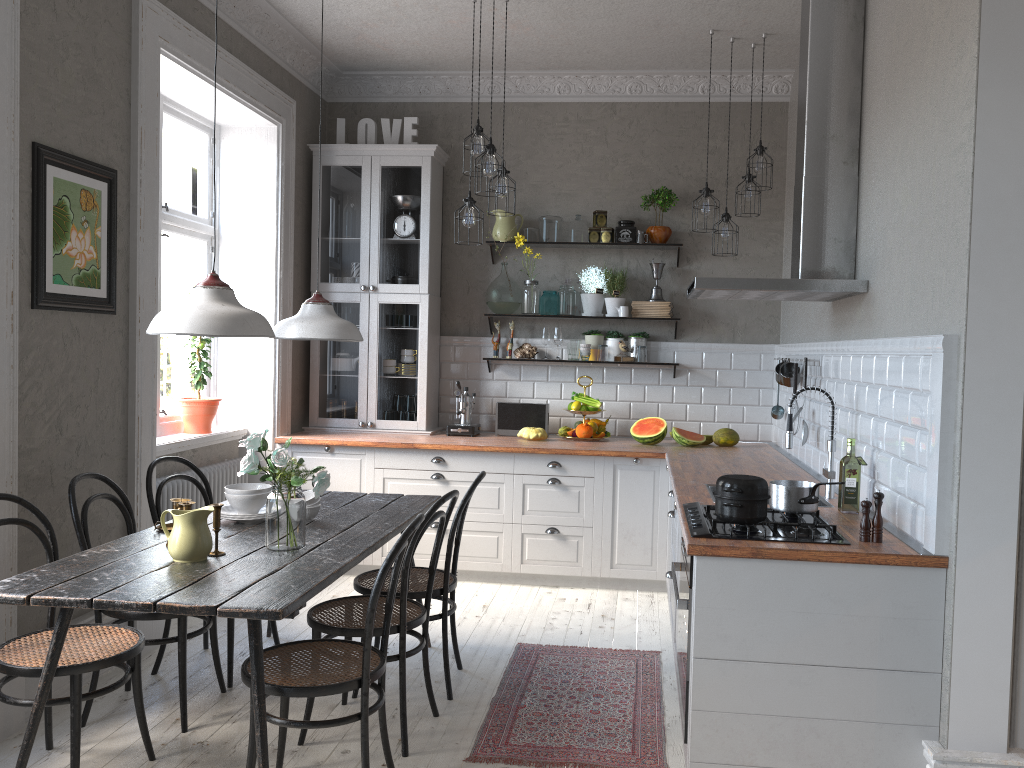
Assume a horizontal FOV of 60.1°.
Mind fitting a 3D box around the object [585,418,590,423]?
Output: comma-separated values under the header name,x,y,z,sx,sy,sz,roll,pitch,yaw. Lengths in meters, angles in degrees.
name,x,y,z,sx,sy,sz,roll,pitch,yaw
object,0.504,0.271,5.911,0.085,0.093,0.087,2,2,3

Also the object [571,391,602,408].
name,x,y,z,sx,sy,sz,roll,pitch,yaw
object,0.490,0.102,5.814,0.209,0.101,0.067,2,2,13

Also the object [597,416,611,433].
name,x,y,z,sx,sy,sz,roll,pitch,yaw
object,0.601,0.265,5.850,0.060,0.120,0.128,3,3,31

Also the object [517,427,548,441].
name,x,y,z,sx,sy,sz,roll,pitch,yaw
object,0.134,0.320,5.717,0.196,0.083,0.190,2,2,7

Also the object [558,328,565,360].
name,x,y,z,sx,sy,sz,roll,pitch,yaw
object,0.319,-0.274,6.050,0.082,0.217,0.081,1,2,-7

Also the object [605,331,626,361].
name,x,y,z,sx,sy,sz,roll,pitch,yaw
object,0.702,-0.260,6.045,0.170,0.214,0.150,3,3,37

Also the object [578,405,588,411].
name,x,y,z,sx,sy,sz,roll,pitch,yaw
object,0.462,0.167,5.790,0.063,0.061,0.067,2,2,7

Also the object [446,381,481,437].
name,x,y,z,sx,sy,sz,roll,pitch,yaw
object,-0.327,0.159,5.877,0.205,0.370,0.355,2,2,8

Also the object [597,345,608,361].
name,x,y,z,sx,sy,sz,roll,pitch,yaw
object,0.613,-0.209,5.975,0.078,0.108,0.078,2,2,1

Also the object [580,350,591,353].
name,x,y,z,sx,sy,sz,roll,pitch,yaw
object,0.491,-0.200,5.933,0.077,0.051,0.077,2,2,0

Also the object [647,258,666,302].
name,x,y,z,sx,sy,sz,roll,pitch,yaw
object,0.975,-0.694,5.960,0.131,0.287,0.130,1,2,-8

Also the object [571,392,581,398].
name,x,y,z,sx,sy,sz,roll,pitch,yaw
object,0.425,0.078,5.824,0.073,0.058,0.050,1,2,-16

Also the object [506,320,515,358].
name,x,y,z,sx,sy,sz,roll,pitch,yaw
object,-0.005,-0.304,6.071,0.052,0.264,0.063,4,3,43

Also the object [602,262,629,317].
name,x,y,z,sx,sy,sz,roll,pitch,yaw
object,0.692,-0.639,5.967,0.187,0.380,0.166,0,3,-32

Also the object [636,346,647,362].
name,x,y,z,sx,sy,sz,roll,pitch,yaw
object,0.867,-0.200,5.923,0.078,0.108,0.078,2,2,1

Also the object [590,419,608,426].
name,x,y,z,sx,sy,sz,roll,pitch,yaw
object,0.575,0.257,5.860,0.127,0.056,0.059,2,2,-1

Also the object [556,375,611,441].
name,x,y,z,sx,sy,sz,roll,pitch,yaw
object,0.478,0.156,5.844,0.354,0.425,0.350,1,2,-8

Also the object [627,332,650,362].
name,x,y,z,sx,sy,sz,roll,pitch,yaw
object,0.867,-0.254,6.036,0.158,0.213,0.153,2,2,5

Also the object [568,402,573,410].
name,x,y,z,sx,sy,sz,roll,pitch,yaw
object,0.416,0.157,5.855,0.096,0.078,0.100,1,2,-6

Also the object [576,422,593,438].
name,x,y,z,sx,sy,sz,roll,pitch,yaw
object,0.468,0.299,5.724,0.115,0.110,0.109,0,2,-26

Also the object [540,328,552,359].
name,x,y,z,sx,sy,sz,roll,pitch,yaw
object,0.234,-0.277,6.063,0.082,0.217,0.081,1,2,-7

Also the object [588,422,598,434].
name,x,y,z,sx,sy,sz,roll,pitch,yaw
object,0.519,0.287,5.794,0.087,0.078,0.089,3,3,33

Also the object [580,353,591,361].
name,x,y,z,sx,sy,sz,roll,pitch,yaw
object,0.490,-0.182,5.934,0.077,0.051,0.077,2,2,0

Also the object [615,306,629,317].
name,x,y,z,sx,sy,sz,roll,pitch,yaw
object,0.744,-0.481,5.903,0.104,0.071,0.064,3,3,37

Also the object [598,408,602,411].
name,x,y,z,sx,sy,sz,roll,pitch,yaw
object,0.568,0.167,5.844,0.052,0.050,0.050,2,2,16

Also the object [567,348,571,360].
name,x,y,z,sx,sy,sz,roll,pitch,yaw
object,0.410,-0.206,6.061,0.076,0.083,0.079,3,2,25

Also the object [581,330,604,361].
name,x,y,z,sx,sy,sz,roll,pitch,yaw
object,0.547,-0.269,6.052,0.158,0.217,0.154,1,2,-13

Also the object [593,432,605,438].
name,x,y,z,sx,sy,sz,roll,pitch,yaw
object,0.565,0.334,5.783,0.069,0.051,0.088,0,3,-35

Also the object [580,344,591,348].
name,x,y,z,sx,sy,sz,roll,pitch,yaw
object,0.492,-0.242,5.932,0.077,0.051,0.077,1,2,-7

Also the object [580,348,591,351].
name,x,y,z,sx,sy,sz,roll,pitch,yaw
object,0.491,-0.217,5.933,0.076,0.051,0.078,3,2,26

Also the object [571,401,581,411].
name,x,y,z,sx,sy,sz,roll,pitch,yaw
object,0.420,0.144,5.779,0.058,0.069,0.080,3,2,27

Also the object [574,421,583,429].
name,x,y,z,sx,sy,sz,roll,pitch,yaw
object,0.473,0.281,5.921,0.077,0.076,0.157,3,3,34

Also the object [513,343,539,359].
name,x,y,z,sx,sy,sz,roll,pitch,yaw
object,0.092,-0.225,6.039,0.179,0.111,0.095,1,2,-16

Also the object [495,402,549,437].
name,x,y,z,sx,sy,sz,roll,pitch,yaw
object,0.069,0.239,5.926,0.350,0.226,0.088,2,2,6

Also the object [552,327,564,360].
name,x,y,z,sx,sy,sz,roll,pitch,yaw
object,0.308,-0.271,5.960,0.082,0.217,0.081,1,2,-7

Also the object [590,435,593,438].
name,x,y,z,sx,sy,sz,roll,pitch,yaw
object,0.497,0.338,5.796,0.070,0.065,0.070,3,3,28

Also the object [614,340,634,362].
name,x,y,z,sx,sy,sz,roll,pitch,yaw
object,0.762,-0.221,5.951,0.120,0.147,0.099,0,2,-25

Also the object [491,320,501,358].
name,x,y,z,sx,sy,sz,roll,pitch,yaw
object,-0.107,-0.308,6.098,0.054,0.264,0.060,1,2,-22

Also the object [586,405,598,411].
name,x,y,z,sx,sy,sz,roll,pitch,yaw
object,0.523,0.170,5.818,0.076,0.062,0.099,1,2,-20

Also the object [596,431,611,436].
name,x,y,z,sx,sy,sz,roll,pitch,yaw
object,0.566,0.320,5.905,0.055,0.044,0.212,-1,3,-45

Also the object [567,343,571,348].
name,x,y,z,sx,sy,sz,roll,pitch,yaw
object,0.411,-0.239,6.060,0.076,0.083,0.079,3,2,25

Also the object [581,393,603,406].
name,x,y,z,sx,sy,sz,roll,pitch,yaw
object,0.527,0.110,5.879,0.177,0.096,0.090,3,3,27

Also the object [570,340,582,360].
name,x,y,z,sx,sy,sz,roll,pitch,yaw
object,0.430,-0.230,5.982,0.080,0.139,0.077,1,2,-20
